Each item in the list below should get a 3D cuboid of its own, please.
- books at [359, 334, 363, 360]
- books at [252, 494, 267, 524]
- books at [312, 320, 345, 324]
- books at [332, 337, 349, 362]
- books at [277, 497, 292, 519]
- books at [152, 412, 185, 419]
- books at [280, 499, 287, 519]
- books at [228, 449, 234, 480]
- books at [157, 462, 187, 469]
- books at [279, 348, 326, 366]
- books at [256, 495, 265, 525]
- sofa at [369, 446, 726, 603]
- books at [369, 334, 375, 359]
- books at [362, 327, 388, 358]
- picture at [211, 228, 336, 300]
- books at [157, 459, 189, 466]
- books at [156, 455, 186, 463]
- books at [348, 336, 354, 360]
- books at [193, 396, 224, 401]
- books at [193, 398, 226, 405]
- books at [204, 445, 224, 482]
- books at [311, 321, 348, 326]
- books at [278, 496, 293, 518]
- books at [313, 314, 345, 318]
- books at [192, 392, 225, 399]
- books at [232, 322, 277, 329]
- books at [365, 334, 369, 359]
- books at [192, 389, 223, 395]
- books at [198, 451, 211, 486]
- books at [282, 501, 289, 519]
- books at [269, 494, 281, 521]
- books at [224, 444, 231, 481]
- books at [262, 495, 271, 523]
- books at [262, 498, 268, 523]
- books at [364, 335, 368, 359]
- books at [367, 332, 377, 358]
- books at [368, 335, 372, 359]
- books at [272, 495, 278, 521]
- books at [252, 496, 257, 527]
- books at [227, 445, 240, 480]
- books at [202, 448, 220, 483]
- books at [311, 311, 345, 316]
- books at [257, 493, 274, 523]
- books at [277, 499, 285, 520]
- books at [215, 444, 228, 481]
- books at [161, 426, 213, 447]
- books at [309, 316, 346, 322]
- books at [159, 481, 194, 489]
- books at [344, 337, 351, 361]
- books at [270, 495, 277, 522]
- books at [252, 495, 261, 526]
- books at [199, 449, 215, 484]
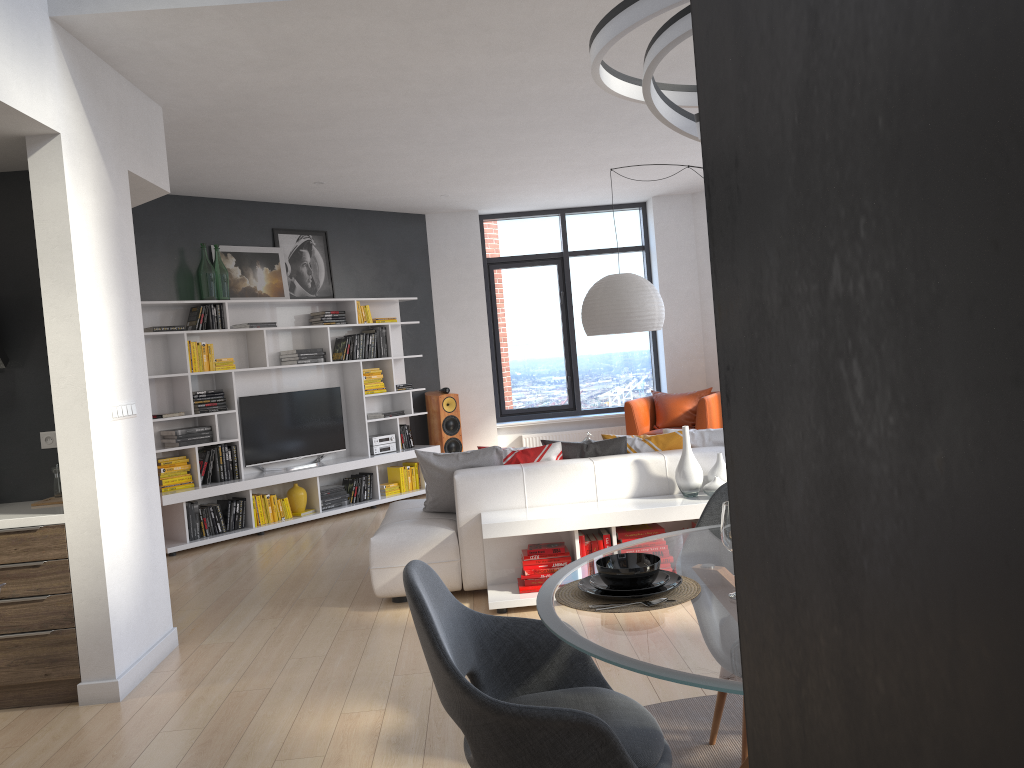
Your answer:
[{"bbox_3d":[-1.557,-0.362,8.809,0.191,0.249,0.084,-3,3,43],"label":"books"},{"bbox_3d":[-2.246,1.100,7.824,0.202,0.267,0.038,-3,3,43],"label":"books"},{"bbox_3d":[-1.780,-0.604,8.608,0.189,0.020,0.264,-3,3,41],"label":"books"},{"bbox_3d":[-1.680,-0.339,8.670,0.182,0.234,0.104,-3,3,43],"label":"books"},{"bbox_3d":[-2.060,1.114,7.995,0.148,0.193,0.067,-3,3,43],"label":"books"},{"bbox_3d":[-2.874,0.261,7.339,0.266,0.030,0.209,-3,2,36],"label":"books"},{"bbox_3d":[-2.087,1.121,7.960,0.134,0.187,0.046,-3,3,42],"label":"books"},{"bbox_3d":[-2.504,0.699,7.733,0.200,0.272,0.028,-3,3,43],"label":"books"},{"bbox_3d":[-2.851,0.675,7.396,0.238,0.023,0.167,-6,2,-32],"label":"books"},{"bbox_3d":[-1.978,-0.256,8.390,0.277,0.137,0.343,-3,2,38],"label":"books"},{"bbox_3d":[-2.267,1.106,7.802,0.198,0.258,0.066,-3,3,43],"label":"books"},{"bbox_3d":[0.811,0.734,6.403,3.424,0.732,2.614,-5,2,-3],"label":"sofa"},{"bbox_3d":[-1.459,-0.374,8.912,0.191,0.249,0.084,-3,3,43],"label":"books"},{"bbox_3d":[-1.395,-0.414,9.027,0.259,0.321,0.128,-3,3,43],"label":"books"},{"bbox_3d":[-2.222,-1.118,8.346,0.076,0.707,1.279,-3,3,43],"label":"picture"},{"bbox_3d":[-2.845,0.650,7.398,0.234,0.024,0.171,-7,3,-43],"label":"books"},{"bbox_3d":[-2.871,0.627,7.406,0.234,0.024,0.171,-7,3,-43],"label":"books"},{"bbox_3d":[-1.629,-0.344,8.711,0.169,0.233,0.081,-3,3,42],"label":"books"},{"bbox_3d":[-2.640,0.125,7.617,0.264,0.020,0.189,-7,3,-44],"label":"books"},{"bbox_3d":[-2.635,0.149,7.616,0.284,0.030,0.214,-6,3,-39],"label":"books"},{"bbox_3d":[-2.572,0.688,7.664,0.237,0.314,0.034,-3,3,43],"label":"books"},{"bbox_3d":[-1.774,-0.579,8.608,0.284,0.030,0.214,-7,3,-44],"label":"books"},{"bbox_3d":[-2.050,1.112,8.018,0.149,0.193,0.046,-3,3,43],"label":"books"},{"bbox_3d":[-1.775,-0.658,8.606,0.180,0.026,0.246,-3,3,45],"label":"books"},{"bbox_3d":[-2.653,0.099,7.633,0.284,0.030,0.214,-6,3,-39],"label":"books"},{"bbox_3d":[-2.322,-0.521,8.001,0.250,0.047,0.310,-3,2,38],"label":"books"},{"bbox_3d":[-1.503,-0.371,8.866,0.192,0.254,0.075,-3,3,42],"label":"books"},{"bbox_3d":[-2.635,0.070,7.615,0.246,0.026,0.180,-7,3,-40],"label":"books"},{"bbox_3d":[-2.679,0.715,7.563,0.232,0.284,0.142,-3,3,42],"label":"books"},{"bbox_3d":[-2.064,1.129,7.966,0.113,0.169,0.049,-3,3,41],"label":"books"},{"bbox_3d":[-2.148,1.103,7.940,0.172,0.235,0.056,-3,3,42],"label":"books"},{"bbox_3d":[-2.533,0.683,7.713,0.239,0.315,0.034,-3,3,43],"label":"books"},{"bbox_3d":[-2.209,1.103,7.844,0.180,0.252,0.041,-3,3,43],"label":"books"},{"bbox_3d":[-2.219,1.117,7.826,0.156,0.230,0.042,-3,3,41],"label":"books"},{"bbox_3d":[-1.499,-0.362,8.832,0.172,0.242,0.069,-3,3,43],"label":"books"},{"bbox_3d":[-1.437,-0.381,8.938,0.197,0.260,0.066,-3,3,43],"label":"books"},{"bbox_3d":[-1.476,-0.368,8.877,0.179,0.243,0.071,-3,3,41],"label":"books"},{"bbox_3d":[-2.162,1.105,7.911,0.171,0.235,0.043,-3,3,41],"label":"books"},{"bbox_3d":[-2.298,1.105,7.729,0.204,0.270,0.029,-3,3,43],"label":"books"},{"bbox_3d":[-2.479,0.685,7.763,0.230,0.297,0.051,-3,3,43],"label":"books"},{"bbox_3d":[-2.589,0.698,7.638,0.213,0.301,0.028,-3,3,43],"label":"books"},{"bbox_3d":[-1.788,-0.684,8.611,0.209,0.030,0.266,-3,2,36],"label":"books"},{"bbox_3d":[-2.200,1.101,7.870,0.185,0.252,0.055,-3,3,41],"label":"books"},{"bbox_3d":[-2.107,1.123,7.950,0.138,0.188,0.056,-3,3,43],"label":"books"},{"bbox_3d":[-2.553,0.679,7.691,0.237,0.326,0.026,-3,3,43],"label":"books"},{"bbox_3d":[-2.754,0.444,7.507,0.277,0.137,0.343,-3,3,43],"label":"books"},{"bbox_3d":[-1.795,-0.629,8.623,0.284,0.030,0.214,-7,3,-44],"label":"books"},{"bbox_3d":[-2.829,0.834,7.386,0.269,0.025,0.213,-7,3,-44],"label":"books"},{"bbox_3d":[-1.660,-0.340,8.698,0.187,0.234,0.096,-3,3,43],"label":"books"},{"bbox_3d":[-2.164,1.104,7.880,0.169,0.240,0.043,-3,3,41],"label":"books"},{"bbox_3d":[-2.288,1.103,7.771,0.213,0.271,0.048,-3,3,43],"label":"books"},{"bbox_3d":[-2.631,0.707,7.588,0.210,0.289,0.100,-3,3,42],"label":"books"}]
